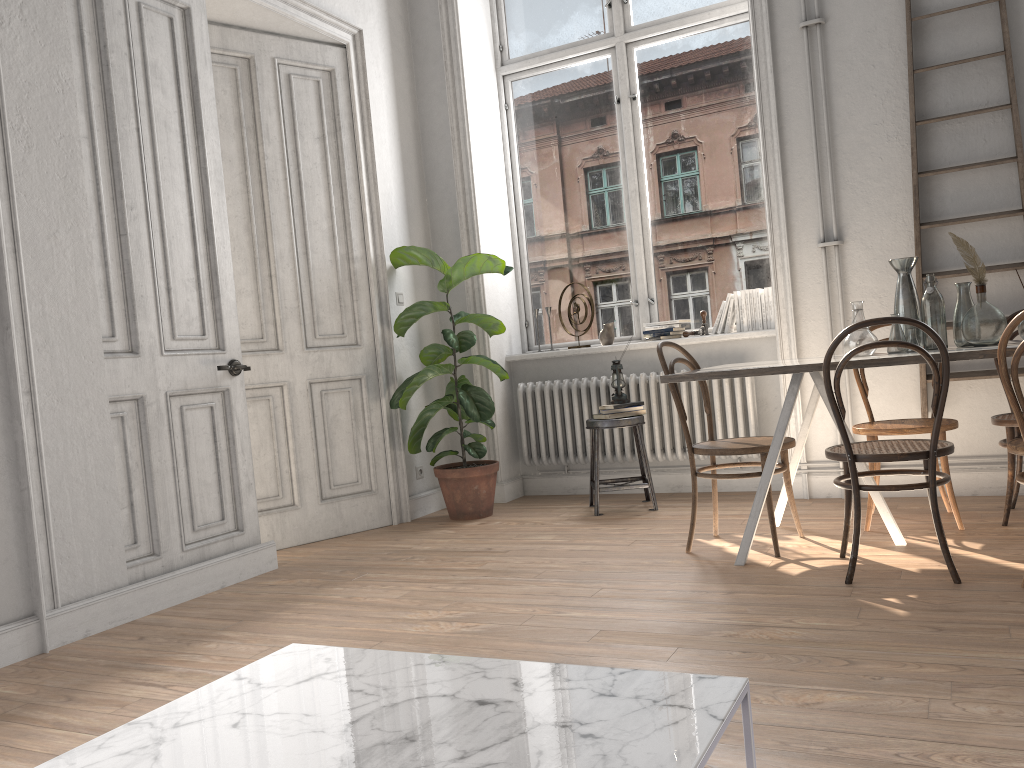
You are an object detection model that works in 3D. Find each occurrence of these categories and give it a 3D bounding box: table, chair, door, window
[{"bbox_3d":[1.835,0.242,3.450,2.201,0.780,1.099,-5,2,27],"label":"table"},{"bbox_3d":[0.951,0.247,3.870,0.549,0.921,0.437,-4,2,35],"label":"chair"},{"bbox_3d":[2.330,0.118,3.849,0.438,0.921,0.549,-4,2,34],"label":"chair"},{"bbox_3d":[-1.229,-0.525,4.884,1.096,2.815,0.216,-7,2,-38],"label":"door"},{"bbox_3d":[1.861,0.182,2.907,0.438,0.921,0.549,-4,2,38],"label":"chair"},{"bbox_3d":[1.785,0.165,4.039,0.438,0.921,0.549,-5,2,25],"label":"chair"},{"bbox_3d":[0.750,-1.735,5.694,1.623,2.844,0.013,-5,2,27],"label":"window"},{"bbox_3d":[1.357,0.223,3.204,0.438,0.921,0.549,-5,2,22],"label":"chair"},{"bbox_3d":[-0.207,0.676,1.102,0.849,0.392,0.849,-5,1,27],"label":"table"},{"bbox_3d":[-1.603,-0.466,3.773,0.216,2.815,1.096,-4,2,28],"label":"door"},{"bbox_3d":[0.613,0.451,5.076,0.364,0.523,0.360,-5,2,1],"label":"chair"}]

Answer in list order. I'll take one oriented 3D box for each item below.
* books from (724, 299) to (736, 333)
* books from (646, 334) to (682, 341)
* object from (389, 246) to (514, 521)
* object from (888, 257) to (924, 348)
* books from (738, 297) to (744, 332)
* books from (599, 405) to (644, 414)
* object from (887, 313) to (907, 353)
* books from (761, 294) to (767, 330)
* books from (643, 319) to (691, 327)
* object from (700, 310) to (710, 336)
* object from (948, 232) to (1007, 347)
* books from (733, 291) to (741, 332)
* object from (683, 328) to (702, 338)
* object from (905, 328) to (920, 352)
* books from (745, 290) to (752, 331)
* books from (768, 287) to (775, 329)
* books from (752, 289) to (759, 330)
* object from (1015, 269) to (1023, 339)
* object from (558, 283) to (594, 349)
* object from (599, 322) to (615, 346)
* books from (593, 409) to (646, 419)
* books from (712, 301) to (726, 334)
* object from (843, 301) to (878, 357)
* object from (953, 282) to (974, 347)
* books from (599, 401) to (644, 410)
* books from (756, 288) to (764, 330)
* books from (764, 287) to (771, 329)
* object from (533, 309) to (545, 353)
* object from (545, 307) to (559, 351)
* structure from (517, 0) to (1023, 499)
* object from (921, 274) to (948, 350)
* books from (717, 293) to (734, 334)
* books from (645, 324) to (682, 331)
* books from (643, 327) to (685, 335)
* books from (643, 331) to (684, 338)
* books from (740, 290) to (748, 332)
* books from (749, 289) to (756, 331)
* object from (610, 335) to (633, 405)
[{"bbox_3d":[1.320,-0.408,5.325,0.072,0.203,0.155,-5,2,27],"label":"books"},{"bbox_3d":[0.943,-0.285,5.512,0.147,0.023,0.221,-6,1,-14],"label":"books"},{"bbox_3d":[1.814,-0.299,3.900,5.829,1.843,0.791,-5,2,32],"label":"object"},{"bbox_3d":[1.639,-0.328,3.680,0.116,0.383,0.116,-4,2,38],"label":"object"},{"bbox_3d":[1.386,-0.414,5.292,0.020,0.205,0.155,-4,2,27],"label":"books"},{"bbox_3d":[0.627,0.147,5.086,0.232,0.029,0.162,-5,1,-2],"label":"books"},{"bbox_3d":[1.562,-0.206,3.601,0.083,0.158,0.083,-5,2,23],"label":"object"},{"bbox_3d":[1.500,-0.424,5.233,0.020,0.205,0.155,-4,2,27],"label":"books"},{"bbox_3d":[0.963,-0.378,5.499,0.244,0.019,0.174,-4,2,37],"label":"books"},{"bbox_3d":[1.157,-0.367,5.336,0.048,0.153,0.088,-5,2,-3],"label":"object"},{"bbox_3d":[1.786,-0.367,3.378,0.157,0.446,0.157,-4,2,45],"label":"object"},{"bbox_3d":[1.370,-0.432,5.322,0.024,0.243,0.175,-4,2,27],"label":"books"},{"bbox_3d":[1.111,-0.313,5.427,0.153,0.048,0.088,-6,1,-23],"label":"object"},{"bbox_3d":[1.577,-0.173,3.490,0.058,0.094,0.058,-6,2,-35],"label":"object"},{"bbox_3d":[1.422,-0.436,5.270,0.019,0.244,0.174,-4,2,27],"label":"books"},{"bbox_3d":[1.542,-0.446,5.212,0.024,0.243,0.175,-4,2,27],"label":"books"},{"bbox_3d":[1.469,-0.441,5.271,0.024,0.243,0.175,-4,2,27],"label":"books"},{"bbox_3d":[1.979,-0.303,3.374,0.107,0.283,0.106,-5,2,22],"label":"object"},{"bbox_3d":[0.422,-0.443,5.745,0.087,0.425,0.347,-6,2,-31],"label":"object"},{"bbox_3d":[0.605,-0.317,5.658,0.100,0.142,0.102,-5,2,2],"label":"object"},{"bbox_3d":[0.617,0.174,5.090,0.246,0.034,0.194,-6,1,-23],"label":"books"},{"bbox_3d":[1.265,-0.400,5.357,0.105,0.194,0.155,-5,2,26],"label":"books"},{"bbox_3d":[1.388,-0.220,3.545,0.132,0.219,0.132,-5,2,16],"label":"object"},{"bbox_3d":[1.815,-0.278,3.551,0.098,0.255,0.100,-5,2,4],"label":"object"},{"bbox_3d":[0.626,0.124,5.086,0.221,0.027,0.147,-6,1,-31],"label":"books"},{"bbox_3d":[1.478,-0.441,5.242,0.019,0.244,0.174,-4,2,27],"label":"books"},{"bbox_3d":[1.528,-0.445,5.241,0.024,0.243,0.175,-4,2,27],"label":"books"},{"bbox_3d":[0.172,-0.355,5.919,0.095,0.289,0.095,-6,2,-32],"label":"object"},{"bbox_3d":[0.250,-0.360,5.815,0.095,0.289,0.095,-7,2,-41],"label":"object"},{"bbox_3d":[2.171,-1.667,4.526,5.183,4.475,0.340,-5,2,27],"label":"structure"},{"bbox_3d":[1.680,-0.288,3.537,0.086,0.301,0.086,-5,2,13],"label":"object"},{"bbox_3d":[1.296,-0.423,5.335,0.100,0.235,0.174,-5,2,27],"label":"books"},{"bbox_3d":[0.939,-0.350,5.490,0.205,0.020,0.155,-5,1,17],"label":"books"},{"bbox_3d":[0.944,-0.330,5.502,0.221,0.023,0.147,-4,2,43],"label":"books"},{"bbox_3d":[0.945,-0.308,5.505,0.155,0.022,0.205,-7,2,-43],"label":"books"},{"bbox_3d":[1.399,-0.434,5.272,0.024,0.243,0.175,-4,2,27],"label":"books"},{"bbox_3d":[1.448,-0.439,5.276,0.019,0.244,0.174,-4,2,27],"label":"books"},{"bbox_3d":[0.630,-0.081,5.101,0.163,0.383,0.154,-5,2,1],"label":"object"}]
